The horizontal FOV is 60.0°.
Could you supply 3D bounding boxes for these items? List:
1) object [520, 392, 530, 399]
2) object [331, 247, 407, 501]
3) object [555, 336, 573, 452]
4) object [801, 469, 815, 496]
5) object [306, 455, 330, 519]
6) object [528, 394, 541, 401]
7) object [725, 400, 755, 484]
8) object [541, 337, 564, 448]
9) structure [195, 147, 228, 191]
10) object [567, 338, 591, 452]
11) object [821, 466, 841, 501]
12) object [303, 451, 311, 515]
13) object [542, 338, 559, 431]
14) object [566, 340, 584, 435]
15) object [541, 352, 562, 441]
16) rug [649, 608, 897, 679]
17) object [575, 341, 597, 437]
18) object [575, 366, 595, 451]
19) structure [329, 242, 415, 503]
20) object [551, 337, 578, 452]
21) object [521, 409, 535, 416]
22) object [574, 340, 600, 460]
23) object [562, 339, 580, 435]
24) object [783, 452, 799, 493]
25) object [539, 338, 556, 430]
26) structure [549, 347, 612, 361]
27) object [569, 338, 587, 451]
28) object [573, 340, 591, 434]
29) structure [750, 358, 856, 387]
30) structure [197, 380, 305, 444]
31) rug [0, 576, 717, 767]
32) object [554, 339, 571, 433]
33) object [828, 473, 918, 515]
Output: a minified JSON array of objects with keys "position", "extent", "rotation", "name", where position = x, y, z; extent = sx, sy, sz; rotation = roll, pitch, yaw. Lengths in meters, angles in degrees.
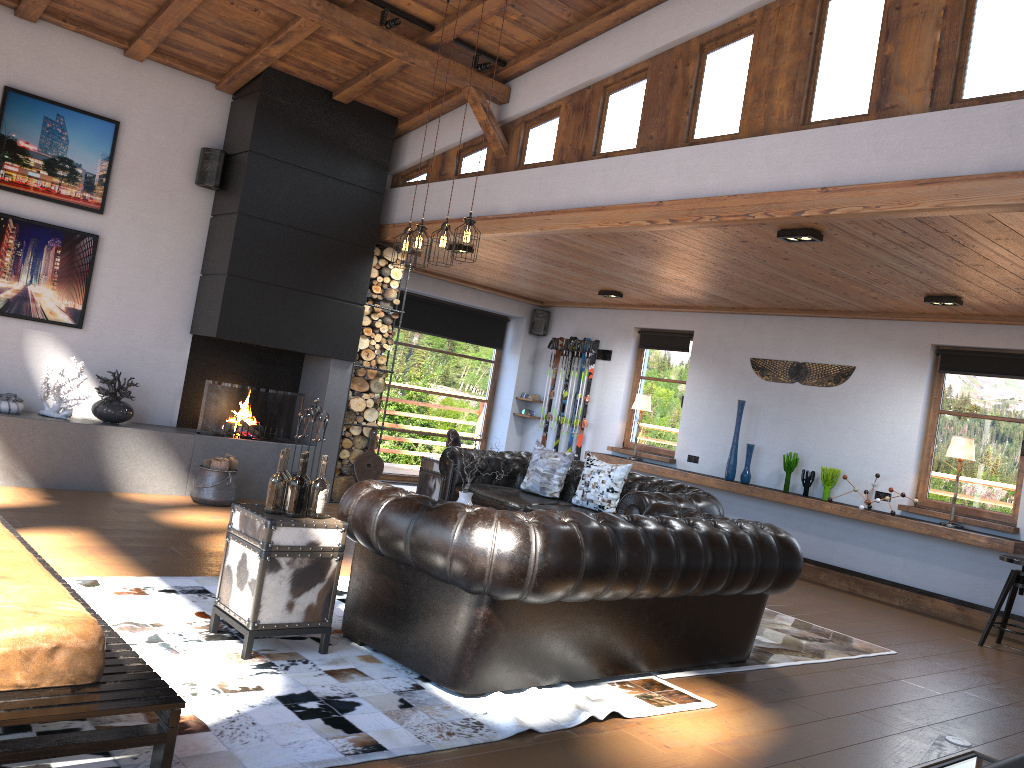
[{"position":[0.204,0.163,12.274],"extent":[0.161,0.084,0.187],"rotation":[11,-2,-42],"name":"object"},{"position":[-1.567,-0.113,9.057],"extent":[0.499,2.613,0.461],"rotation":[11,-3,-41],"name":"object"},{"position":[0.671,0.169,11.740],"extent":[0.112,1.623,0.072],"rotation":[11,-3,-41],"name":"object"},{"position":[2.956,0.993,8.878],"extent":[0.129,0.261,0.124],"rotation":[9,-2,20],"name":"object"},{"position":[-0.879,0.468,4.058],"extent":[0.086,0.286,0.088],"rotation":[8,-2,26],"name":"object"},{"position":[0.317,0.180,12.140],"extent":[0.191,0.084,0.158],"rotation":[10,-2,-42],"name":"object"},{"position":[2.446,0.611,9.374],"extent":[0.273,0.863,0.111],"rotation":[9,-2,5],"name":"object"},{"position":[0.552,0.168,11.822],"extent":[0.116,1.607,0.094],"rotation":[11,-3,-40],"name":"object"},{"position":[-2.740,-1.962,8.085],"extent":[0.216,0.349,0.211],"rotation":[11,-2,-40],"name":"structure"},{"position":[0.875,0.199,11.529],"extent":[0.112,1.623,0.072],"rotation":[11,-3,-41],"name":"object"},{"position":[3.112,0.981,8.721],"extent":[0.182,0.332,0.199],"rotation":[9,-2,9],"name":"object"},{"position":[-0.971,0.454,4.090],"extent":[0.087,0.286,0.088],"rotation":[8,-2,27],"name":"object"},{"position":[0.481,-0.001,11.840],"extent":[0.120,1.250,0.059],"rotation":[8,-2,31],"name":"object"},{"position":[0.778,0.041,11.488],"extent":[0.120,1.250,0.059],"rotation":[8,-2,31],"name":"object"},{"position":[0.497,0.175,11.902],"extent":[0.116,1.607,0.094],"rotation":[11,-3,-40],"name":"object"},{"position":[0.461,1.472,6.821],"extent":[2.457,0.053,4.000],"rotation":[10,-1,-40],"name":"rug"},{"position":[0.949,0.066,11.304],"extent":[0.120,1.250,0.059],"rotation":[9,-2,11],"name":"object"},{"position":[0.922,0.235,11.397],"extent":[0.116,1.607,0.094],"rotation":[11,-3,-40],"name":"object"},{"position":[-1.555,-0.117,9.055],"extent":[0.507,2.618,0.506],"rotation":[11,-3,-40],"name":"structure"},{"position":[0.651,0.164,11.637],"extent":[0.257,1.623,0.102],"rotation":[11,-3,-44],"name":"object"},{"position":[0.219,0.387,12.204],"extent":[0.188,0.084,0.351],"rotation":[9,-1,-4],"name":"object"},{"position":[0.977,0.228,11.317],"extent":[0.116,1.607,0.094],"rotation":[11,-3,-40],"name":"object"},{"position":[0.721,0.031,11.456],"extent":[0.121,1.250,0.059],"rotation":[9,-2,6],"name":"object"},{"position":[2.808,0.895,8.993],"extent":[0.157,0.411,0.147],"rotation":[9,-2,18],"name":"object"},{"position":[0.449,-0.008,11.765],"extent":[0.058,1.250,0.122],"rotation":[8,-2,32],"name":"object"},{"position":[0.835,-0.429,11.626],"extent":[0.322,0.135,1.039],"rotation":[10,-1,-40],"name":"structure"},{"position":[0.836,0.194,11.592],"extent":[0.112,1.623,0.072],"rotation":[11,-3,-41],"name":"object"},{"position":[0.845,0.049,11.287],"extent":[0.120,1.250,0.059],"rotation":[9,-2,16],"name":"object"},{"position":[2.966,-0.119,9.239],"extent":[0.099,0.240,1.234],"rotation":[11,-2,-40],"name":"structure"},{"position":[-2.371,0.290,8.232],"extent":[0.993,0.514,0.181],"rotation":[10,-2,-41],"name":"structure"},{"position":[-1.203,1.143,3.936],"extent":[3.848,0.053,2.405],"rotation":[10,-1,-40],"name":"rug"},{"position":[0.630,0.020,11.664],"extent":[0.120,1.250,0.059],"rotation":[8,-2,31],"name":"object"},{"position":[3.376,1.005,8.288],"extent":[0.524,0.349,0.643],"rotation":[10,-1,-13],"name":"object"}]
